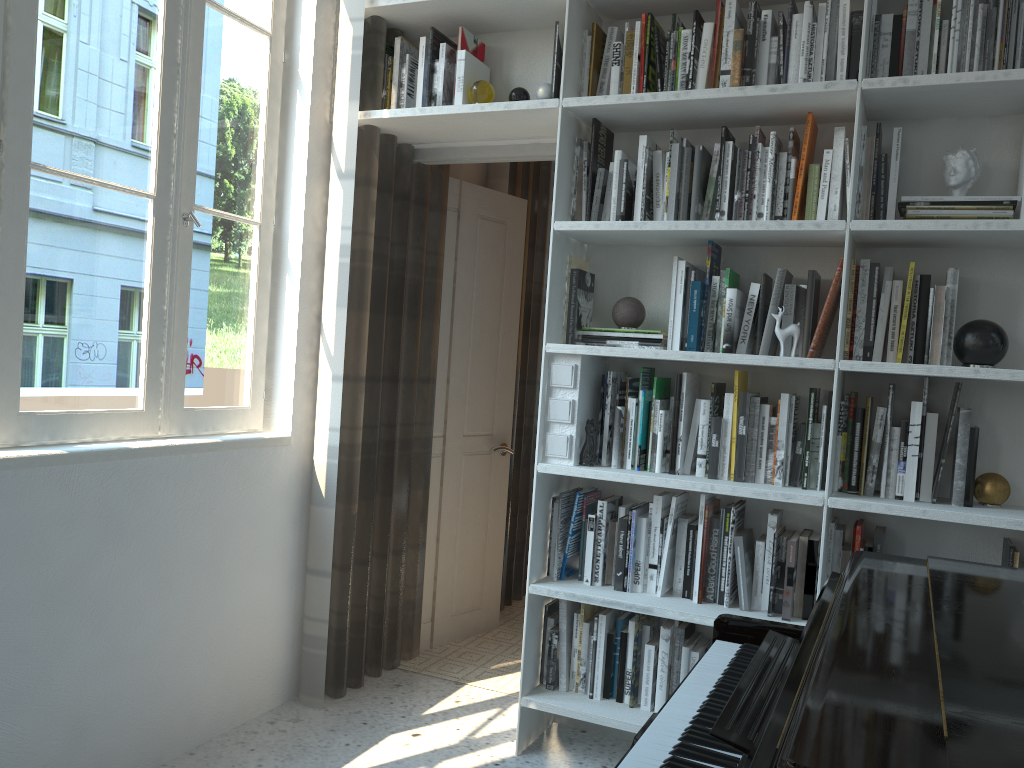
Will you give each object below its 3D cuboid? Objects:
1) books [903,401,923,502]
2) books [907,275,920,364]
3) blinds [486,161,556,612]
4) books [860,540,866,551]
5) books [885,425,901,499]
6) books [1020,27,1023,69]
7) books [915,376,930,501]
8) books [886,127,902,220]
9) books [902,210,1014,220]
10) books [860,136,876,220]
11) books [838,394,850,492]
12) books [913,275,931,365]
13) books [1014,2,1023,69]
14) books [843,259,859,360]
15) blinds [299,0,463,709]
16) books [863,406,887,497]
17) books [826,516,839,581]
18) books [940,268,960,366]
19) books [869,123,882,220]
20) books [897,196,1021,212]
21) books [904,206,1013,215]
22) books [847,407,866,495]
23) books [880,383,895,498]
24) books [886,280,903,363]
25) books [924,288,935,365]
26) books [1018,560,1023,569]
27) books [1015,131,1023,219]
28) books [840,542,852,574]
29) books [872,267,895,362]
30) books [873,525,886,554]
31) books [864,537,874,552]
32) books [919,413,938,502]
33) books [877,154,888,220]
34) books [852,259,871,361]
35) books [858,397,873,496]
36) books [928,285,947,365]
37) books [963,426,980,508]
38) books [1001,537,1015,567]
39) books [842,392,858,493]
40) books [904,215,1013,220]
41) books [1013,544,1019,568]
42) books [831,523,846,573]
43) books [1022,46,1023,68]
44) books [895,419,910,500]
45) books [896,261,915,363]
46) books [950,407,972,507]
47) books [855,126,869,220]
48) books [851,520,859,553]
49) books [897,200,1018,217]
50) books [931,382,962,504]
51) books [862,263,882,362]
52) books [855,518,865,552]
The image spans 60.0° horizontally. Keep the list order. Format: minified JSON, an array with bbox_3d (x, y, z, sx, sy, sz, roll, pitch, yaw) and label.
[{"bbox_3d":[1.112,0.182,2.459,0.027,0.269,0.185,5,2,24],"label":"books"},{"bbox_3d":[1.116,-0.172,2.465,0.014,0.244,0.153,5,2,24],"label":"books"},{"bbox_3d":[0.048,-0.511,4.378,0.140,3.232,0.776,5,2,24],"label":"blinds"},{"bbox_3d":[0.991,0.567,2.523,0.010,0.228,0.168,5,2,24],"label":"books"},{"bbox_3d":[1.069,0.215,2.486,0.024,0.196,0.157,5,2,24],"label":"books"},{"bbox_3d":[1.354,-0.875,2.364,0.004,0.209,0.132,5,2,24],"label":"books"},{"bbox_3d":[1.142,0.149,2.472,0.013,0.339,0.138,5,2,24],"label":"books"},{"bbox_3d":[1.072,-0.561,2.487,0.021,0.278,0.136,5,2,24],"label":"books"},{"bbox_3d":[1.209,-0.454,2.419,0.254,0.012,0.161,4,1,19],"label":"books"},{"bbox_3d":[1.009,-0.556,2.513,0.024,0.257,0.134,5,2,24],"label":"books"},{"bbox_3d":[0.958,0.166,2.545,0.013,0.276,0.147,5,2,24],"label":"books"},{"bbox_3d":[1.142,-0.173,2.472,0.028,0.248,0.142,5,2,24],"label":"books"},{"bbox_3d":[1.347,-0.879,2.369,0.012,0.218,0.151,5,2,24],"label":"books"},{"bbox_3d":[0.972,-0.204,2.539,0.012,0.285,0.159,5,2,24],"label":"books"},{"bbox_3d":[-0.434,-0.518,3.302,0.140,3.232,0.776,5,2,24],"label":"blinds"},{"bbox_3d":[1.027,0.186,2.501,0.042,0.248,0.162,5,2,24],"label":"books"},{"bbox_3d":[0.922,0.533,2.565,0.012,0.285,0.159,5,2,24],"label":"books"},{"bbox_3d":[1.199,-0.177,2.436,0.028,0.266,0.144,5,2,24],"label":"books"},{"bbox_3d":[1.034,-0.575,2.522,0.011,0.298,0.135,5,2,24],"label":"books"},{"bbox_3d":[1.212,-0.490,2.419,0.285,0.012,0.159,4,1,20],"label":"books"},{"bbox_3d":[1.211,-0.466,2.422,0.254,0.012,0.161,4,1,21],"label":"books"},{"bbox_3d":[0.983,0.187,2.520,0.030,0.239,0.157,5,2,24],"label":"books"},{"bbox_3d":[1.054,0.155,2.487,0.014,0.313,0.166,5,2,24],"label":"books"},{"bbox_3d":[1.073,-0.168,2.485,0.025,0.228,0.153,5,2,24],"label":"books"},{"bbox_3d":[1.149,-0.152,2.446,0.011,0.208,0.180,5,2,24],"label":"books"},{"bbox_3d":[1.366,0.596,2.361,0.064,0.227,0.159,5,2,24],"label":"books"},{"bbox_3d":[1.355,-0.543,2.348,0.012,0.285,0.159,5,2,24],"label":"books"},{"bbox_3d":[0.956,0.572,2.546,0.026,0.213,0.140,5,2,24],"label":"books"},{"bbox_3d":[1.045,-0.188,2.493,0.036,0.263,0.166,5,2,24],"label":"books"},{"bbox_3d":[1.036,0.547,2.520,0.026,0.273,0.146,5,2,24],"label":"books"},{"bbox_3d":[1.002,0.563,2.507,0.023,0.237,0.173,5,2,24],"label":"books"},{"bbox_3d":[1.154,0.199,2.458,0.028,0.241,0.135,5,2,24],"label":"books"},{"bbox_3d":[1.047,-0.529,2.504,0.034,0.210,0.136,5,2,24],"label":"books"},{"bbox_3d":[0.996,-0.202,2.518,0.025,0.284,0.145,5,2,24],"label":"books"},{"bbox_3d":[1.000,0.172,2.504,0.012,0.272,0.181,5,2,24],"label":"books"},{"bbox_3d":[1.166,-0.154,2.435,0.028,0.216,0.175,5,2,24],"label":"books"},{"bbox_3d":[1.246,0.221,2.415,0.023,0.212,0.160,5,2,24],"label":"books"},{"bbox_3d":[1.324,0.564,2.383,0.012,0.285,0.159,5,2,24],"label":"books"},{"bbox_3d":[0.966,0.163,2.531,0.013,0.283,0.146,5,2,24],"label":"books"},{"bbox_3d":[1.209,-0.442,2.421,0.254,0.012,0.161,4,1,20],"label":"books"},{"bbox_3d":[1.332,0.572,2.374,0.012,0.271,0.142,5,2,24],"label":"books"},{"bbox_3d":[0.938,0.544,2.560,0.023,0.266,0.134,5,2,24],"label":"books"},{"bbox_3d":[1.366,-0.885,2.351,0.031,0.232,0.147,5,2,24],"label":"books"},{"bbox_3d":[1.089,0.207,2.472,0.021,0.215,0.172,5,2,24],"label":"books"},{"bbox_3d":[1.090,-0.189,2.454,0.026,0.274,0.190,5,2,24],"label":"books"},{"bbox_3d":[1.218,0.194,2.410,0.027,0.261,0.163,5,2,24],"label":"books"},{"bbox_3d":[0.997,-0.571,2.526,0.012,0.285,0.159,5,2,24],"label":"books"},{"bbox_3d":[0.973,0.539,2.536,0.010,0.282,0.149,5,2,24],"label":"books"},{"bbox_3d":[1.213,-0.478,2.424,0.285,0.012,0.159,5,1,26],"label":"books"},{"bbox_3d":[1.186,0.158,2.426,0.050,0.328,0.166,5,2,24],"label":"books"},{"bbox_3d":[1.020,-0.196,2.512,0.026,0.275,0.154,5,2,24],"label":"books"},{"bbox_3d":[0.985,0.536,2.533,0.013,0.288,0.161,5,2,24],"label":"books"}]
